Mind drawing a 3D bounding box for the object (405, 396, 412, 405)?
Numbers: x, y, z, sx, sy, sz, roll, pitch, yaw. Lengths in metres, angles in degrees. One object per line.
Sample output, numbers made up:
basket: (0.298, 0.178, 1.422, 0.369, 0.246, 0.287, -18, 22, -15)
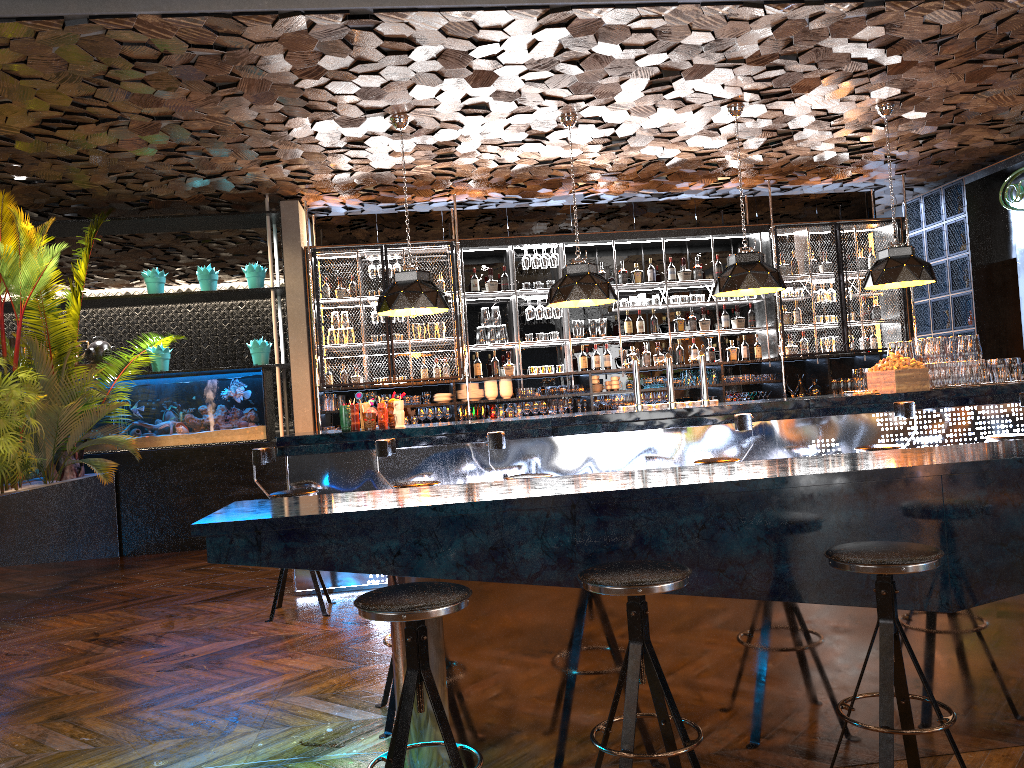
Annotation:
object: (-1.111, 0.177, 9.486, 0.078, 0.103, 0.078, -5, -1, 37)

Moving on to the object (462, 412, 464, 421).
object: (-0.546, 0.348, 9.714, 0.073, 0.229, 0.073, -4, -1, -17)

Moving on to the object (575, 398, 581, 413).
object: (0.736, 0.266, 9.768, 0.071, 0.217, 0.071, -4, -1, 2)

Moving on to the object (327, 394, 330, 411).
object: (-1.990, 0.200, 9.481, 0.067, 0.174, 0.067, -5, -1, 34)

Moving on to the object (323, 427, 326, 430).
object: (-1.996, 0.511, 9.448, 0.028, 0.097, 0.028, -5, -1, 43)

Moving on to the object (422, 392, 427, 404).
object: (-0.956, 0.157, 9.766, 0.074, 0.131, 0.074, -4, -1, 7)

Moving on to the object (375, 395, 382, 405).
object: (-1.423, 0.184, 9.515, 0.081, 0.132, 0.081, -3, -1, -34)

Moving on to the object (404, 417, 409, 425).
object: (-1.141, 0.427, 9.520, 0.074, 0.146, 0.065, -3, -1, -30)

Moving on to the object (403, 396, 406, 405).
object: (-1.143, 0.181, 9.567, 0.078, 0.103, 0.078, -5, -1, 37)

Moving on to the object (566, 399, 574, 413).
object: (0.639, 0.272, 9.702, 0.092, 0.218, 0.092, -5, -1, 44)

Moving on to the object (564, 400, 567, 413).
object: (0.601, 0.279, 9.942, 0.092, 0.218, 0.092, -5, -1, 44)

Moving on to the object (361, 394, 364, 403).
object: (-1.653, 0.183, 9.659, 0.087, 0.170, 0.087, -5, -1, 44)

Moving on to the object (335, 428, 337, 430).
object: (-1.860, 0.510, 9.377, 0.034, 0.080, 0.034, -4, -1, 7)

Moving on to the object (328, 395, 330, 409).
object: (-2.002, 0.202, 9.554, 0.067, 0.174, 0.067, -4, -1, -13)

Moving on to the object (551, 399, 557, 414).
object: (0.467, 0.279, 9.693, 0.071, 0.226, 0.071, -3, -1, -34)

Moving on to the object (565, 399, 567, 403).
object: (0.644, 0.273, 9.812, 0.092, 0.218, 0.092, -5, -1, 44)

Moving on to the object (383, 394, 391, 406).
object: (-1.336, 0.177, 9.472, 0.081, 0.132, 0.081, -3, -1, -34)

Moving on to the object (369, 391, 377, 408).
object: (-1.477, 0.167, 9.429, 0.087, 0.170, 0.087, -5, -1, 44)

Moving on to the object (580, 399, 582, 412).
object: (0.757, 0.266, 9.854, 0.071, 0.217, 0.071, -4, -1, 2)

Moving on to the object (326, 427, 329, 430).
object: (-1.951, 0.507, 9.390, 0.033, 0.101, 0.033, -4, -1, 18)

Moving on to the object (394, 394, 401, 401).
object: (-1.219, 0.170, 9.473, 0.074, 0.131, 0.074, -4, -1, 7)

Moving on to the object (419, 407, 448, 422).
object: (-0.849, 0.372, 9.797, 0.376, 0.227, 0.186, -4, -1, -8)

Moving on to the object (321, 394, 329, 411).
object: (-1.985, 0.198, 9.406, 0.067, 0.174, 0.067, -4, -1, 2)

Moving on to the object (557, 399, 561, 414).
object: (0.535, 0.275, 9.742, 0.071, 0.226, 0.071, -3, -1, -34)

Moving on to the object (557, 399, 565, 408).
object: (0.544, 0.280, 9.827, 0.092, 0.218, 0.092, -5, -1, 44)

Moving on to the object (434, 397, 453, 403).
object: (-0.742, 0.173, 9.590, 0.209, 0.060, 0.211, -5, -1, 43)

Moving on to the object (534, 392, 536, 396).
object: (0.271, 0.112, 9.731, 0.044, 0.048, 0.049, -4, -1, 26)

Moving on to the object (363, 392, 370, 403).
object: (-1.548, 0.174, 9.513, 0.087, 0.170, 0.087, -5, -1, 44)

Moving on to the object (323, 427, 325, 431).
object: (-1.994, 0.510, 9.414, 0.028, 0.097, 0.028, -4, -1, -16)

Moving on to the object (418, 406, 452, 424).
object: (-0.828, 0.367, 9.602, 0.376, 0.227, 0.186, -4, -1, -8)

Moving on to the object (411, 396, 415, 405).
object: (-1.053, 0.177, 9.575, 0.078, 0.099, 0.078, -3, -1, -39)

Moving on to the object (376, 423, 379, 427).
object: (-1.444, 0.469, 9.447, 0.093, 0.101, 0.093, -3, -1, -43)

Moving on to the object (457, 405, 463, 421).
object: (-0.552, 0.346, 9.566, 0.073, 0.229, 0.073, -4, -1, -17)

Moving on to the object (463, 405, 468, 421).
object: (-0.500, 0.343, 9.643, 0.073, 0.229, 0.073, -4, -1, -17)

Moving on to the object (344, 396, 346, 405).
object: (-1.830, 0.202, 9.595, 0.051, 0.152, 0.058, -4, -1, 20)

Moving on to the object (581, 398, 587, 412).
object: (0.802, 0.261, 9.736, 0.071, 0.217, 0.071, -4, -1, 2)

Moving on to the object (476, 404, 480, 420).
object: (-0.371, 0.335, 9.675, 0.073, 0.229, 0.073, -4, -1, -17)

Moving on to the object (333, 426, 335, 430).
object: (-1.930, 0.509, 9.600, 0.031, 0.098, 0.031, -4, -1, 26)

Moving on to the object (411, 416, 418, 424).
object: (-1.047, 0.421, 9.535, 0.074, 0.146, 0.065, -4, -1, -12)

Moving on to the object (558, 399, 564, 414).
object: (0.544, 0.273, 9.661, 0.071, 0.226, 0.071, -3, -1, -34)

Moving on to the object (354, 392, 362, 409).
object: (-1.628, 0.177, 9.424, 0.087, 0.170, 0.087, -5, -1, 44)

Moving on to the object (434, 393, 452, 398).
object: (-0.744, 0.132, 9.591, 0.211, 0.060, 0.209, -5, -1, 38)

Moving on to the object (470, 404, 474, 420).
object: (-0.433, 0.340, 9.734, 0.073, 0.229, 0.073, -4, -1, -17)

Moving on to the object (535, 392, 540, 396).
object: (0.278, 0.111, 9.675, 0.049, 0.048, 0.044, -5, -1, 36)

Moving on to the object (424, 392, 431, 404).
object: (-0.908, 0.151, 9.594, 0.074, 0.131, 0.074, -4, -1, 7)

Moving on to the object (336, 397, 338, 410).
object: (-1.943, 0.200, 9.677, 0.067, 0.174, 0.067, -5, -1, 34)

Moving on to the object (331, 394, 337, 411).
object: (-1.934, 0.198, 9.591, 0.067, 0.174, 0.067, -5, -1, 44)

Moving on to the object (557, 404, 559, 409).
object: (0.538, 0.283, 9.934, 0.092, 0.218, 0.092, -5, -1, 44)

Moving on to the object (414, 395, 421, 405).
object: (-1.011, 0.172, 9.489, 0.078, 0.099, 0.078, -3, -1, -39)

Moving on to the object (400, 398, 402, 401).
object: (-1.235, 0.174, 9.646, 0.074, 0.131, 0.074, -4, -1, 7)

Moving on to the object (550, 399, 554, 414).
object: (0.456, 0.281, 9.777, 0.071, 0.226, 0.071, -3, -1, -34)

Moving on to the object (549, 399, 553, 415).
object: (0.451, 0.283, 9.870, 0.071, 0.226, 0.071, -3, -1, -34)

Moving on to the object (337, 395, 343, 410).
object: (-1.823, 0.199, 9.416, 0.051, 0.152, 0.058, -4, -1, -1)

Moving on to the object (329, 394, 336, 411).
object: (-1.907, 0.193, 9.426, 0.067, 0.174, 0.067, -5, -1, 33)

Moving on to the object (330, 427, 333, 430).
object: (-1.913, 0.505, 9.412, 0.031, 0.098, 0.031, -5, -1, 33)

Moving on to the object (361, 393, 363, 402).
object: (-1.641, 0.180, 9.541, 0.087, 0.170, 0.087, -5, -1, 44)

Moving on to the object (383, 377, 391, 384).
object: (-1.355, -0.031, 9.625, 0.077, 0.080, 0.077, -4, -1, -20)

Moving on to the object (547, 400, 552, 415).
object: (0.433, 0.286, 9.947, 0.071, 0.226, 0.071, -3, -1, -34)
